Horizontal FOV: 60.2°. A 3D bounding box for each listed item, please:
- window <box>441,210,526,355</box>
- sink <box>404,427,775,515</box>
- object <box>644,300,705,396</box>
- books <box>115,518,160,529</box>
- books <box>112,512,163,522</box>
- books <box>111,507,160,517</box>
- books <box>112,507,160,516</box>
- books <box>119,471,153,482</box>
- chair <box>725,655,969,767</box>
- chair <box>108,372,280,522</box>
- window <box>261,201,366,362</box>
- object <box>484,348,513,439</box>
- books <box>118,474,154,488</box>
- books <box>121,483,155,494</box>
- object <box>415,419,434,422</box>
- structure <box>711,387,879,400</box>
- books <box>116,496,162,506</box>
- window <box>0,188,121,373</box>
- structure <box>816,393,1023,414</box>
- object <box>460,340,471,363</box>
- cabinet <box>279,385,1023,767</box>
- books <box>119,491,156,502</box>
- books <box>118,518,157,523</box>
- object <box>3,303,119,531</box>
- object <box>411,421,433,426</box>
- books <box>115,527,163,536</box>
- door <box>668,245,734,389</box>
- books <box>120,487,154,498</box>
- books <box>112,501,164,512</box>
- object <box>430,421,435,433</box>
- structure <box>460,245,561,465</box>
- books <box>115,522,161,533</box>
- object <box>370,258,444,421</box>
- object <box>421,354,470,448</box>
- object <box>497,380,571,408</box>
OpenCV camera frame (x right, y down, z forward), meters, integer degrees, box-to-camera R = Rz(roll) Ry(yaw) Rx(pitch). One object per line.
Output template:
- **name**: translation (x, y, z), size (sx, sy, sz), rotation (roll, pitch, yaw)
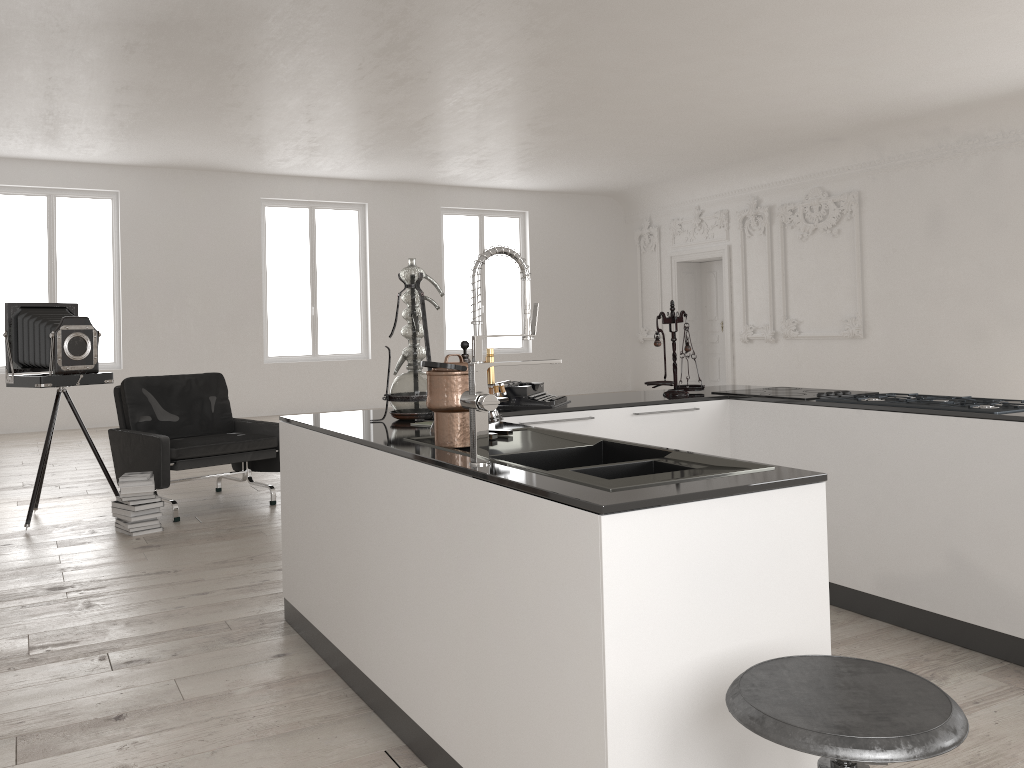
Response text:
- **window**: translation (-0.501, -1.844, 16.036), size (1.726, 2.583, 0.070), rotation (-2, -1, -29)
- **sink**: translation (0.140, 0.258, 2.516), size (0.485, 0.140, 1.165), rotation (-3, 4, -29)
- **object**: translation (0.832, -0.184, 4.506), size (0.167, 0.491, 0.513), rotation (-2, 1, 34)
- **books**: translation (-2.432, 0.890, 5.738), size (0.199, 0.025, 0.280), rotation (-4, 4, -39)
- **books**: translation (-2.432, 0.846, 5.737), size (0.289, 0.026, 0.206), rotation (2, 5, 43)
- **books**: translation (-2.446, 0.815, 5.745), size (0.258, 0.035, 0.199), rotation (1, 4, 40)
- **books**: translation (-2.446, 0.815, 5.745), size (0.252, 0.030, 0.194), rotation (1, 4, 40)
- **books**: translation (-2.449, 0.603, 5.760), size (0.172, 0.022, 0.243), rotation (-2, 4, -15)
- **chair**: translation (0.592, 0.835, 1.564), size (0.401, 0.579, 0.402), rotation (-1, 0, 35)
- **chair**: translation (-2.361, 0.416, 6.598), size (0.975, 0.964, 1.086), rotation (-3, 2, -44)
- **window**: translation (-3.232, -1.681, 14.508), size (1.726, 2.583, 0.070), rotation (-2, -1, -29)
- **object**: translation (-0.096, 0.027, 2.935), size (0.169, 0.291, 0.132), rotation (-1, 0, 31)
- **books**: translation (-2.437, 0.628, 5.739), size (0.205, 0.026, 0.290), rotation (-3, 4, -21)
- **books**: translation (-2.427, 0.661, 5.732), size (0.199, 0.041, 0.310), rotation (-3, 4, -23)
- **object**: translation (-0.219, 0.127, 3.377), size (0.124, 0.045, 0.375), rotation (-4, 4, -40)
- **structure**: translation (1.398, 0.036, 4.409), size (0.507, 0.021, 0.628), rotation (-3, 4, -29)
- **books**: translation (-2.428, 0.746, 5.747), size (0.199, 0.025, 0.277), rotation (-4, 4, -41)
- **window**: translation (-6.556, -1.483, 12.649), size (1.726, 2.583, 0.070), rotation (-2, -1, -29)
- **structure**: translation (1.785, 0.071, 3.714), size (0.521, 0.014, 0.842), rotation (-3, 4, -29)
- **object**: translation (-0.210, -0.032, 3.818), size (0.204, 0.312, 0.222), rotation (-2, 0, -31)
- **cabinet**: translation (0.770, 0.561, 3.455), size (2.709, 0.882, 2.462), rotation (-3, 3, -29)
- **books**: translation (-2.436, 0.720, 5.745), size (0.199, 0.025, 0.274), rotation (-3, 4, -28)
- **books**: translation (-2.443, 0.865, 5.757), size (0.172, 0.022, 0.242), rotation (-4, 4, -41)
- **object**: translation (-3.225, 0.181, 6.247), size (0.654, 1.524, 0.711), rotation (-2, 0, 36)
- **object**: translation (-0.303, 0.151, 3.358), size (0.140, 0.004, 0.094), rotation (1, 5, 41)
- **books**: translation (-2.423, 0.942, 5.743), size (0.277, 0.025, 0.199), rotation (2, 5, 44)
- **door**: translation (3.573, -1.100, 15.744), size (0.655, 2.595, 1.560), rotation (-1, 0, -29)
- **books**: translation (-2.437, 0.694, 5.742), size (0.199, 0.025, 0.280), rotation (-3, 4, -23)
- **books**: translation (-2.428, 0.779, 5.733), size (0.300, 0.035, 0.199), rotation (1, 4, 38)
- **object**: translation (-0.235, 0.100, 3.113), size (0.111, 0.132, 0.111), rotation (-2, 1, -24)
- **structure**: translation (0.009, -0.085, 2.382), size (0.280, 0.582, 0.130), rotation (-1, -1, -29)
- **books**: translation (-2.431, 0.915, 5.741), size (0.199, 0.025, 0.274), rotation (-5, 5, -43)
- **object**: translation (-0.390, -0.188, 3.628), size (0.318, 0.651, 0.294), rotation (-2, 0, 14)
- **object**: translation (-0.180, 0.048, 2.724), size (0.186, 0.280, 0.208), rotation (-1, 0, 11)
- **object**: translation (0.082, 0.041, 4.146), size (0.316, 0.110, 0.384), rotation (-1, 3, 16)
